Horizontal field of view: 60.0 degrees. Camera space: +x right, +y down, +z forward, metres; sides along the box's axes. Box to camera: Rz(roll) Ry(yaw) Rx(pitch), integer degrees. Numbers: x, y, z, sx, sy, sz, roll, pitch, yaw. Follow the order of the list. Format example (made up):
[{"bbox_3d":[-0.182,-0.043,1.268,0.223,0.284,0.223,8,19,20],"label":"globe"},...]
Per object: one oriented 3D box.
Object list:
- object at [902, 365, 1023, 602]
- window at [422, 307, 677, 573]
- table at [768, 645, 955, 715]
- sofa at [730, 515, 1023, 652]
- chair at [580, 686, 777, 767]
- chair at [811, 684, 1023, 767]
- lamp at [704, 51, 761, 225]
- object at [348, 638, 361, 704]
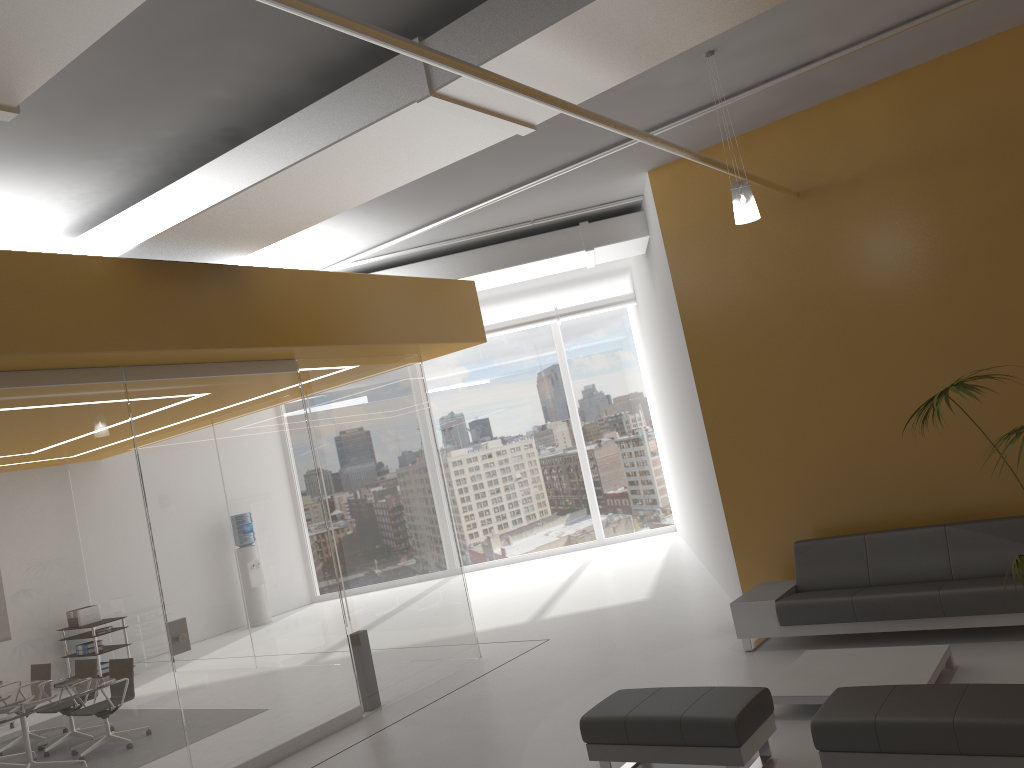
[{"bbox_3d":[2.904,0.858,4.904,0.912,1.956,1.222,-11,-5,-14],"label":"object"},{"bbox_3d":[-0.151,1.141,16.936,8.533,4.498,0.100,-12,-4,5],"label":"window"},{"bbox_3d":[2.321,1.985,5.927,1.000,0.150,1.000,-15,-5,35],"label":"table"},{"bbox_3d":[3.013,1.621,7.112,2.400,0.761,0.860,-15,-5,35],"label":"sofa"},{"bbox_3d":[0.987,2.068,5.222,1.012,0.423,0.575,-15,-5,35],"label":"chair"},{"bbox_3d":[2.091,1.773,4.400,1.012,0.423,0.575,-15,-5,35],"label":"chair"},{"bbox_3d":[1.513,-1.731,6.199,0.174,1.227,0.174,-11,-5,-14],"label":"lamp"},{"bbox_3d":[-1.378,2.650,8.203,0.124,0.706,0.152,-14,-5,30],"label":"object"}]
